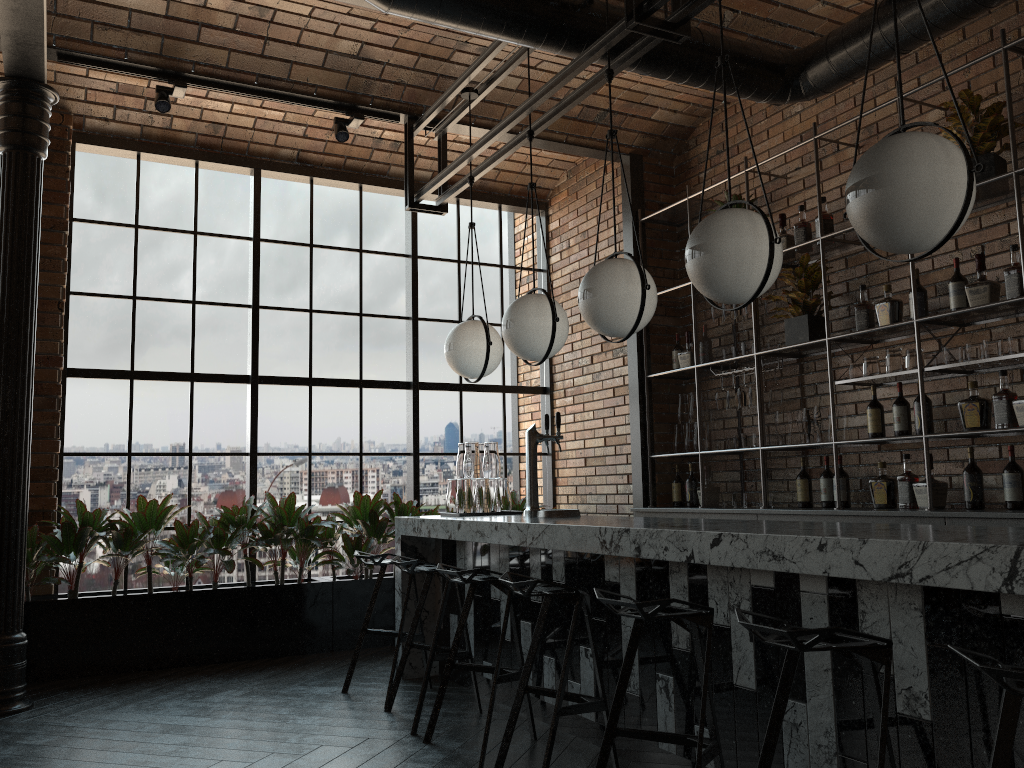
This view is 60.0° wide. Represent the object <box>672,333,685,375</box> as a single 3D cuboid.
[{"bbox_3d":[1.191,-0.216,6.346,0.086,0.298,0.086,-4,-7,21],"label":"object"}]

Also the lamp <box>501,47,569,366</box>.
[{"bbox_3d":[0.102,-0.962,4.532,0.340,1.754,0.340,-4,-7,18],"label":"lamp"}]

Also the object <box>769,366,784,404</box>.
[{"bbox_3d":[1.647,0.016,5.533,0.092,0.244,0.092,2,-7,-22],"label":"object"}]

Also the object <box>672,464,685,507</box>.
[{"bbox_3d":[1.172,0.716,6.252,0.086,0.299,0.086,-4,-7,21],"label":"object"}]

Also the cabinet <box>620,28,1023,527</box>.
[{"bbox_3d":[1.770,-0.225,5.068,0.564,3.779,7.075,2,-8,-27],"label":"cabinet"}]

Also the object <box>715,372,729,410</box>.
[{"bbox_3d":[1.358,0.046,5.733,0.092,0.244,0.092,2,-7,-22],"label":"object"}]

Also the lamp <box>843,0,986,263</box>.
[{"bbox_3d":[1.110,-1.218,2.595,0.340,1.754,0.340,-4,-7,18],"label":"lamp"}]

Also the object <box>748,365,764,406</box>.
[{"bbox_3d":[1.501,0.010,5.458,0.092,0.244,0.092,2,-7,-22],"label":"object"}]

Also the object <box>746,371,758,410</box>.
[{"bbox_3d":[1.555,0.039,5.712,0.092,0.244,0.092,2,-7,-22],"label":"object"}]

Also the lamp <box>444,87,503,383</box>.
[{"bbox_3d":[-0.234,-0.877,5.178,0.340,1.754,0.340,-4,-7,18],"label":"lamp"}]

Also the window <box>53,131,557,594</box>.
[{"bbox_3d":[-6.875,-0.238,3.838,16.179,3.253,0.168,2,-8,-27],"label":"window"}]

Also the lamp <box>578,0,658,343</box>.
[{"bbox_3d":[0.438,-1.047,3.886,0.340,1.754,0.340,-4,-7,18],"label":"lamp"}]

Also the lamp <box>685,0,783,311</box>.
[{"bbox_3d":[0.774,-1.133,3.241,0.340,1.754,0.340,-4,-7,18],"label":"lamp"}]

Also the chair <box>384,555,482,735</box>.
[{"bbox_3d":[-0.343,1.178,4.147,0.414,0.737,0.475,2,-7,-22],"label":"chair"}]

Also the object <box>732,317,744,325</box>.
[{"bbox_3d":[1.492,-0.517,5.877,0.092,0.244,0.092,2,-7,-22],"label":"object"}]

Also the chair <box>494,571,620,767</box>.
[{"bbox_3d":[0.181,1.045,3.139,0.414,0.737,0.475,1,-7,-17],"label":"chair"}]

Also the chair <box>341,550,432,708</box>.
[{"bbox_3d":[-0.605,1.244,4.650,0.414,0.737,0.475,4,-9,-37],"label":"chair"}]

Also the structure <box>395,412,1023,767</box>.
[{"bbox_3d":[1.407,0.679,3.211,1.930,1.430,5.346,2,-8,-27],"label":"structure"}]

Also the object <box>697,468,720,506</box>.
[{"bbox_3d":[1.315,0.684,5.935,0.123,0.279,0.123,0,-7,-14],"label":"object"}]

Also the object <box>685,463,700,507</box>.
[{"bbox_3d":[1.233,0.692,6.069,0.086,0.297,0.086,-2,-7,6],"label":"object"}]

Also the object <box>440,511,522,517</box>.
[{"bbox_3d":[-0.179,0.750,5.132,0.437,0.019,0.273,2,-8,-27],"label":"object"}]

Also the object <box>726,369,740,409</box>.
[{"bbox_3d":[1.408,0.033,5.636,0.092,0.244,0.092,2,-7,-22],"label":"object"}]

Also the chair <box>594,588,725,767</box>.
[{"bbox_3d":[0.475,0.970,2.574,0.414,0.737,0.475,3,-8,-32],"label":"chair"}]

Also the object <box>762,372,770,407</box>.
[{"bbox_3d":[1.600,0.028,5.624,0.092,0.244,0.092,2,-7,-22],"label":"object"}]

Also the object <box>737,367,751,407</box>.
[{"bbox_3d":[1.453,0.022,5.549,0.092,0.244,0.092,2,-7,-22],"label":"object"}]

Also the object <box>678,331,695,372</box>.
[{"bbox_3d":[1.233,-0.227,6.166,0.123,0.279,0.123,4,-9,-38],"label":"object"}]

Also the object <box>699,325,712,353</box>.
[{"bbox_3d":[1.319,-0.256,6.039,0.086,0.299,0.086,-4,-7,21],"label":"object"}]

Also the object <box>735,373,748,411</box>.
[{"bbox_3d":[1.504,0.052,5.809,0.092,0.244,0.092,2,-7,-22],"label":"object"}]

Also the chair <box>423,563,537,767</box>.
[{"bbox_3d":[-0.085,1.112,3.651,0.414,0.737,0.475,3,-8,-32],"label":"chair"}]

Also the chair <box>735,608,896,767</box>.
[{"bbox_3d":[0.759,0.898,2.028,0.414,0.737,0.475,2,-7,-22],"label":"chair"}]

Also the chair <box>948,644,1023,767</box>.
[{"bbox_3d":[1.027,0.830,1.514,0.414,0.737,0.475,3,-8,-32],"label":"chair"}]

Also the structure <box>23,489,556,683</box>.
[{"bbox_3d":[-1.286,1.266,6.101,4.107,1.072,0.757,3,-8,-28],"label":"structure"}]
